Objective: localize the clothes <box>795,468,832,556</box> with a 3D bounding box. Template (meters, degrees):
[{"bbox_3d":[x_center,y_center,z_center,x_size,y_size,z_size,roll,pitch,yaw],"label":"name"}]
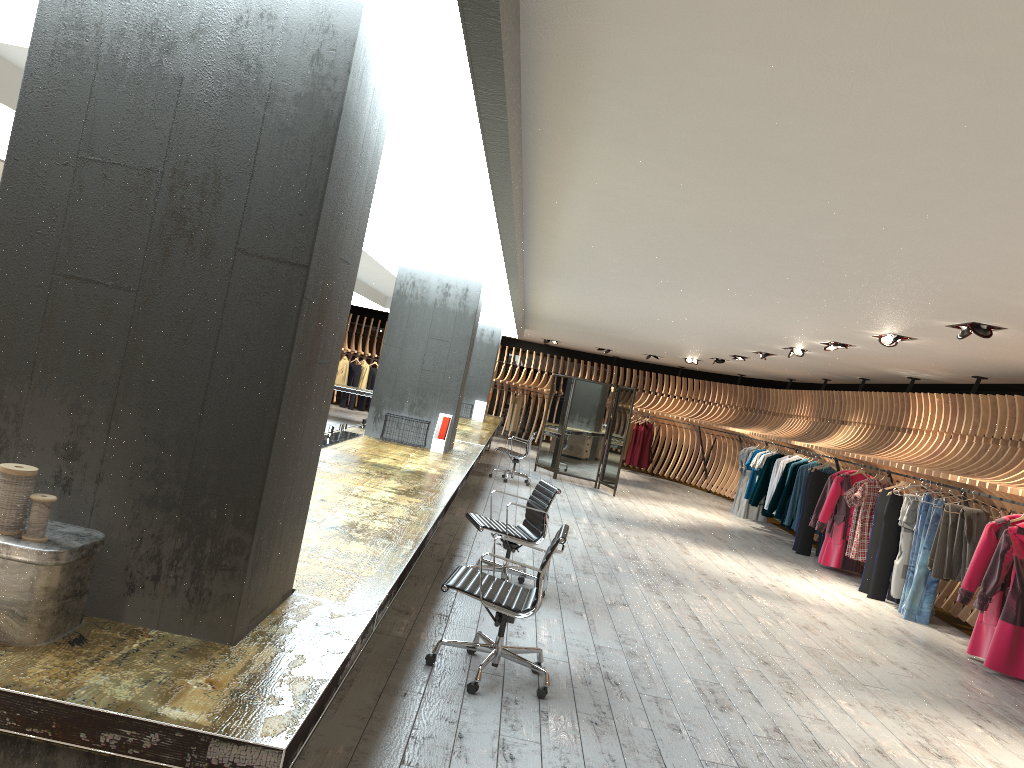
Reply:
[{"bbox_3d":[4.398,1.904,12.594,0.539,1.353,0.087,11,-1,6],"label":"clothes"}]

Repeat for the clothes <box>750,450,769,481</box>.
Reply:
[{"bbox_3d":[4.510,1.637,15.506,0.744,0.931,0.158,11,-1,5],"label":"clothes"}]

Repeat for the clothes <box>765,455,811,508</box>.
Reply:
[{"bbox_3d":[4.449,1.682,14.075,0.733,1.106,0.165,11,-1,1],"label":"clothes"}]

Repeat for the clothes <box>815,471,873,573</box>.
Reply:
[{"bbox_3d":[4.417,1.784,11.548,0.840,1.312,0.320,11,-1,10],"label":"clothes"}]

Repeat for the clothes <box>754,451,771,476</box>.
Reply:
[{"bbox_3d":[4.538,1.657,15.454,0.743,0.961,0.167,12,-1,-5],"label":"clothes"}]

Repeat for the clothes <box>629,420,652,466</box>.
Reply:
[{"bbox_3d":[3.148,1.450,21.422,0.444,1.129,0.126,12,-1,-2],"label":"clothes"}]

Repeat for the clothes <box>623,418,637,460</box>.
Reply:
[{"bbox_3d":[2.902,1.357,21.701,0.152,1.053,0.775,11,-1,41],"label":"clothes"}]

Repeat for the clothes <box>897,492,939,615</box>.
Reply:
[{"bbox_3d":[4.339,1.919,9.437,0.277,1.543,0.316,12,-1,0],"label":"clothes"}]

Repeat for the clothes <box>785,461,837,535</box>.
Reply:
[{"bbox_3d":[4.478,1.681,13.071,0.715,1.088,0.256,11,-1,7],"label":"clothes"}]

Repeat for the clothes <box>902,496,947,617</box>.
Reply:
[{"bbox_3d":[4.396,1.815,9.291,0.276,1.292,0.317,12,-1,-35],"label":"clothes"}]

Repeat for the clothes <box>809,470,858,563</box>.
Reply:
[{"bbox_3d":[4.423,1.784,11.838,0.840,1.312,0.321,12,-1,0],"label":"clothes"}]

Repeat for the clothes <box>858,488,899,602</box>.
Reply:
[{"bbox_3d":[4.363,1.906,10.201,0.540,1.353,0.087,11,-1,40],"label":"clothes"}]

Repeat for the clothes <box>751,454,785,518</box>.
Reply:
[{"bbox_3d":[4.484,1.708,14.682,0.914,1.081,0.238,11,-1,6],"label":"clothes"}]

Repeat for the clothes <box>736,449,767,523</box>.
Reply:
[{"bbox_3d":[4.459,1.894,16.095,0.676,1.435,0.204,12,-1,-14],"label":"clothes"}]

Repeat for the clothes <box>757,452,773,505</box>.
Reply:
[{"bbox_3d":[4.490,1.647,15.236,0.742,0.950,0.168,12,-1,-15],"label":"clothes"}]

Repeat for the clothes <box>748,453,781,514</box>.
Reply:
[{"bbox_3d":[4.488,1.708,14.891,0.913,1.081,0.238,12,-1,1],"label":"clothes"}]

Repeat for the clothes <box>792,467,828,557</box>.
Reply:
[{"bbox_3d":[4.419,1.908,12.785,0.540,1.353,0.087,11,-1,26],"label":"clothes"}]

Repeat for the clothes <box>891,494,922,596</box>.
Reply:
[{"bbox_3d":[4.363,1.792,9.796,0.273,1.143,0.169,11,-1,33],"label":"clothes"}]

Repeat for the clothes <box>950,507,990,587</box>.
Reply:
[{"bbox_3d":[4.502,1.600,8.686,0.337,0.776,0.254,11,-1,16],"label":"clothes"}]

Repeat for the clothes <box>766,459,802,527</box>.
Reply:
[{"bbox_3d":[4.470,1.706,13.741,0.914,1.081,0.238,11,-1,6],"label":"clothes"}]

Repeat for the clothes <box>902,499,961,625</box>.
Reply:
[{"bbox_3d":[4.314,1.922,9.146,0.373,1.537,0.312,11,-1,12],"label":"clothes"}]

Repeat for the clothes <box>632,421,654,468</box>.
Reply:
[{"bbox_3d":[3.195,1.460,21.342,0.443,1.129,0.127,12,-1,-27],"label":"clothes"}]

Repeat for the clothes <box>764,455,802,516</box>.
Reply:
[{"bbox_3d":[4.508,1.693,14.265,0.733,1.106,0.165,11,-1,6],"label":"clothes"}]

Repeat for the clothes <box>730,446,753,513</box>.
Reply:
[{"bbox_3d":[4.466,1.894,16.512,0.678,1.435,0.203,11,-1,16],"label":"clothes"}]

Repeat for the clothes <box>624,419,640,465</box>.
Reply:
[{"bbox_3d":[3.038,1.427,21.549,0.443,1.129,0.127,12,-1,-27],"label":"clothes"}]

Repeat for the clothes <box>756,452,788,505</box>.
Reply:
[{"bbox_3d":[4.476,1.629,15.050,0.734,0.938,0.164,11,-1,5],"label":"clothes"}]

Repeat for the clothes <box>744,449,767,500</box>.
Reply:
[{"bbox_3d":[4.454,1.640,15.650,0.738,0.971,0.167,11,-1,10],"label":"clothes"}]

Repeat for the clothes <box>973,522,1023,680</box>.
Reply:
[{"bbox_3d":[4.353,1.790,7.411,0.841,1.312,0.320,11,-1,30],"label":"clothes"}]

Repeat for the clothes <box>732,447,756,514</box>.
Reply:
[{"bbox_3d":[4.465,1.894,16.371,0.677,1.435,0.204,12,-1,-9],"label":"clothes"}]

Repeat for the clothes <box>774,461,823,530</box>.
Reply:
[{"bbox_3d":[4.472,1.707,13.385,0.913,1.081,0.238,12,-1,1],"label":"clothes"}]

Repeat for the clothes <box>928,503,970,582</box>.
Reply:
[{"bbox_3d":[4.383,1.582,8.862,0.278,0.767,0.263,11,-1,8],"label":"clothes"}]

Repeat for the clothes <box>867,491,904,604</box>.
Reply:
[{"bbox_3d":[4.377,1.909,9.998,0.539,1.353,0.087,11,-1,1],"label":"clothes"}]

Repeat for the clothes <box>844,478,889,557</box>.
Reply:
[{"bbox_3d":[4.422,1.674,10.930,0.760,1.020,0.187,11,-1,2],"label":"clothes"}]

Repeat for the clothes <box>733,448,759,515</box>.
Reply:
[{"bbox_3d":[4.462,1.894,16.231,0.678,1.435,0.203,11,-1,16],"label":"clothes"}]

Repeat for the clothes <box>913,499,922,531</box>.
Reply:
[{"bbox_3d":[4.402,1.800,9.582,0.272,1.143,0.170,12,-1,-42],"label":"clothes"}]

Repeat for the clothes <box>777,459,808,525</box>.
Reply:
[{"bbox_3d":[4.485,1.681,13.510,0.714,1.088,0.257,12,-1,-3],"label":"clothes"}]

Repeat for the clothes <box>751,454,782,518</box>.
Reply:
[{"bbox_3d":[4.493,1.710,14.768,0.913,1.081,0.238,12,-1,1],"label":"clothes"}]

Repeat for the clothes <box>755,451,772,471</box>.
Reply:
[{"bbox_3d":[4.537,1.640,15.313,0.742,0.939,0.162,12,-1,-5],"label":"clothes"}]

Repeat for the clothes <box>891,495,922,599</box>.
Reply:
[{"bbox_3d":[4.349,1.787,9.690,0.278,1.141,0.172,11,-1,8],"label":"clothes"}]

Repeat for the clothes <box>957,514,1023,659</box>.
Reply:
[{"bbox_3d":[4.356,1.790,7.700,0.840,1.312,0.320,11,-1,20],"label":"clothes"}]

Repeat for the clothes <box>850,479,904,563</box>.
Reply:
[{"bbox_3d":[4.404,1.669,10.708,0.759,1.030,0.179,12,-1,-13],"label":"clothes"}]
